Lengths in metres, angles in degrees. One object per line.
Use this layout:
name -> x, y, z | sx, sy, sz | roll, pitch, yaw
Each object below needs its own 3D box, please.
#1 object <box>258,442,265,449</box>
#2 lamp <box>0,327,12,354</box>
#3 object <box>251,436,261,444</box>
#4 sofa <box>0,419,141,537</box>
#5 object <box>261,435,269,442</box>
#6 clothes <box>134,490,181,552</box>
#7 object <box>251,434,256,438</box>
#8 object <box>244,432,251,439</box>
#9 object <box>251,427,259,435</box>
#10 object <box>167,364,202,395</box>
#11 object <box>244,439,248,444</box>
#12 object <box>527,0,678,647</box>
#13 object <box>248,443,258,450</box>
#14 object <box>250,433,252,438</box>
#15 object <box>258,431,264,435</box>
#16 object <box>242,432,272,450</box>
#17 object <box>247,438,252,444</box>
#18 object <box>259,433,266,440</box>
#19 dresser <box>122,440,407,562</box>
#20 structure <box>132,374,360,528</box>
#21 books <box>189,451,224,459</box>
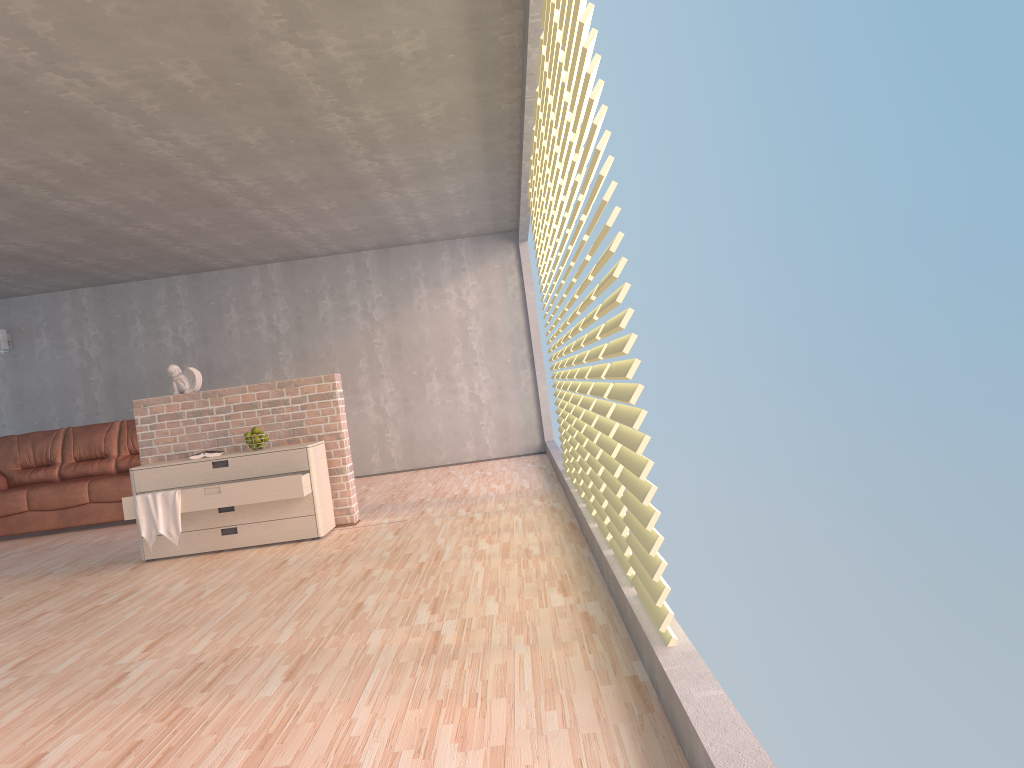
object -> -1.666, 0.406, 5.890 | 0.046, 0.048, 0.048 | -8, 0, -11
lamp -> -5.597, -0.478, 9.687 | 0.165, 0.319, 0.177 | -8, 0, 0
object -> -1.690, 0.369, 5.857 | 0.057, 0.057, 0.057 | -7, 0, 33
sofa -> -4.146, 0.858, 8.504 | 2.202, 0.923, 0.981 | -8, 0, 0
object -> -1.653, 0.367, 5.928 | 0.053, 0.054, 0.053 | -7, 0, 35
clothes -> -2.153, 0.847, 5.475 | 0.325, 0.369, 0.097 | -8, 0, 1
object -> -1.714, 0.348, 5.883 | 0.039, 0.038, 0.039 | -7, 0, 29
object -> -1.751, 0.341, 5.869 | 0.046, 0.045, 0.046 | -8, 0, -1
object -> -1.713, 0.312, 5.912 | 0.054, 0.056, 0.054 | -8, 0, 0
object -> -2.303, -0.038, 6.218 | 0.216, 0.218, 0.131 | -8, 0, -1
object -> -1.756, 0.375, 5.894 | 0.046, 0.044, 0.046 | -8, 0, -4
object -> 0.265, -0.369, 4.417 | 0.044, 2.114, 4.372 | -8, 0, 0
object -> -1.721, 0.409, 5.894 | 0.059, 0.055, 0.060 | -8, 0, -45
object -> -1.739, 0.351, 5.933 | 0.049, 0.053, 0.054 | -7, 0, 31
object -> -1.670, 0.336, 5.907 | 0.043, 0.043, 0.039 | -8, 0, -15
object -> -1.697, 0.389, 5.906 | 0.202, 0.104, 0.202 | -8, 0, -7
object -> -1.731, 0.375, 5.857 | 0.038, 0.040, 0.039 | -7, 0, 8
object -> -1.651, 0.346, 5.868 | 0.047, 0.047, 0.046 | -7, 0, 38
dresser -> -1.584, 0.735, 5.763 | 1.686, 0.612, 0.605 | -8, 0, 0
structure -> -1.855, 0.544, 6.225 | 1.422, 1.057, 0.211 | -8, 0, 0
books -> -2.016, 0.463, 5.846 | 0.209, 0.040, 0.146 | -8, 0, -10
